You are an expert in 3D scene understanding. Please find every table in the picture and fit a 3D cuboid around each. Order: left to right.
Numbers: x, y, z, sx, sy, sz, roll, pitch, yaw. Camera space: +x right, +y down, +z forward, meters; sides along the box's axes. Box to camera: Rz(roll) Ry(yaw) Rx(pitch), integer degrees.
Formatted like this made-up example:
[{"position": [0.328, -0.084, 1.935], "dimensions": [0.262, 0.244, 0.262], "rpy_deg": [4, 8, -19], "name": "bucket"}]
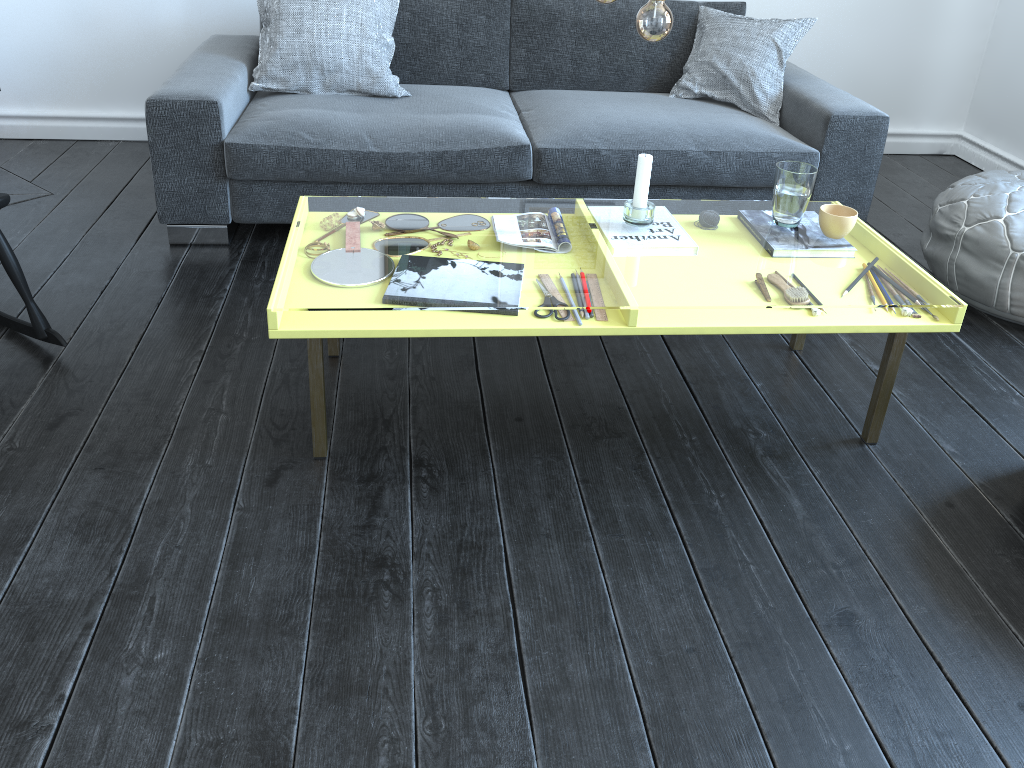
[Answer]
[{"position": [0.196, -0.143, 2.072], "dimensions": [1.400, 0.381, 0.630], "rpy_deg": [-1, 30, -7], "name": "table"}]

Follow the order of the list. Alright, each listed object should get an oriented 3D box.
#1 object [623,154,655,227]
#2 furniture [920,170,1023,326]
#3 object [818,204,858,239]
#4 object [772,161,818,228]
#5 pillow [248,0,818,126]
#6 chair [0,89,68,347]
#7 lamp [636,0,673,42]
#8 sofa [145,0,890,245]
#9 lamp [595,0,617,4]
[{"position": [0.308, -0.464, 2.090], "dimensions": [0.075, 0.165, 0.077], "rpy_deg": [17, 30, 24], "name": "object"}, {"position": [1.662, -0.448, 2.751], "dimensions": [0.679, 0.365, 0.713], "rpy_deg": [-1, 30, -7], "name": "furniture"}, {"position": [0.773, -0.383, 2.099], "dimensions": [0.087, 0.063, 0.090], "rpy_deg": [14, 31, 17], "name": "object"}, {"position": [0.678, -0.458, 2.140], "dimensions": [0.100, 0.139, 0.100], "rpy_deg": [27, 36, 37], "name": "object"}, {"position": [0.084, -1.291, 3.247], "dimensions": [2.054, 0.470, 0.502], "rpy_deg": [2, 29, -3], "name": "pillow"}, {"position": [-1.585, -0.554, 2.028], "dimensions": [0.924, 0.958, 0.629], "rpy_deg": [24, 34, 32], "name": "chair"}, {"position": [0.318, -1.320, 1.444], "dimensions": [0.075, 1.427, 0.093], "rpy_deg": [11, 28, 14], "name": "lamp"}, {"position": [0.018, -1.032, 3.245], "dimensions": [2.372, 0.690, 1.138], "rpy_deg": [-1, 30, -7], "name": "sofa"}, {"position": [0.224, -1.373, 1.388], "dimensions": [0.088, 1.427, 0.076], "rpy_deg": [27, 35, 38], "name": "lamp"}]
